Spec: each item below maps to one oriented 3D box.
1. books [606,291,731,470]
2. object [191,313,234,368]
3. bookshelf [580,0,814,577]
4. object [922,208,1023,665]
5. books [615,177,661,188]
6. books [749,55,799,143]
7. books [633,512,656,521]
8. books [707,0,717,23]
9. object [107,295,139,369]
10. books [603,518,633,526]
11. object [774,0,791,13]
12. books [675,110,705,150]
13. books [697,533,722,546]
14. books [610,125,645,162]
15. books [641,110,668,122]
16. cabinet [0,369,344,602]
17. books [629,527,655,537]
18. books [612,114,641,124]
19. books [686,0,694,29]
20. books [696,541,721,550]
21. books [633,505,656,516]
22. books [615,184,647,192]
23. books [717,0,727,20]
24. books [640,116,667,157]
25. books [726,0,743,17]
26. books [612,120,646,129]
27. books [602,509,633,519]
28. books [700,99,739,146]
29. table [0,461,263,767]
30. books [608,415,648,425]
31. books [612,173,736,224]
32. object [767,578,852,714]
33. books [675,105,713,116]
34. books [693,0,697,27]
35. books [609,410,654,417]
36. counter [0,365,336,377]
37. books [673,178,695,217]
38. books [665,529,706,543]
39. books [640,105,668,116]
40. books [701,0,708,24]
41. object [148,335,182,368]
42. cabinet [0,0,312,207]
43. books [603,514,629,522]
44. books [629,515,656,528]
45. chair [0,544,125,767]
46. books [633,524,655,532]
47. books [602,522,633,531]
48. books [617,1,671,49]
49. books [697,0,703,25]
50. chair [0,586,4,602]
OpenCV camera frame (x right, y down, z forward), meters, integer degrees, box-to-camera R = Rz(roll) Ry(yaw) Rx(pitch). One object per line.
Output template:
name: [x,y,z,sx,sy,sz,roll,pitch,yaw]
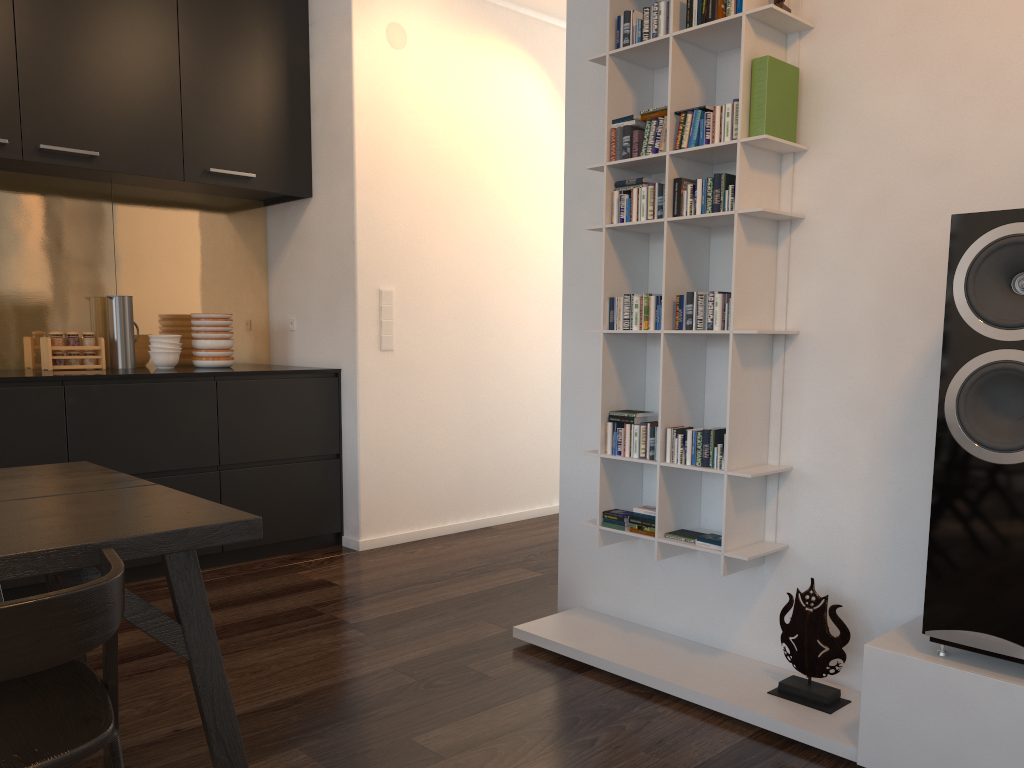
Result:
books: [0.500,-0.019,2.709,0.122,0.515,0.467,-6,9,-43]
object: [-1.489,-0.216,4.401,0.197,0.266,0.197,3,6,21]
bookshelf: [0.534,-0.494,2.675,0.226,2.093,0.636,-7,10,-43]
object: [1.149,0.133,1.992,0.279,1.011,0.293,-6,10,-43]
books: [0.395,-0.624,2.766,0.095,0.022,0.111,-3,5,-43]
books: [0.726,-0.774,2.446,0.165,0.216,0.049,-5,9,-43]
books: [0.439,0.413,2.784,0.069,0.014,0.092,-3,5,-43]
books: [0.576,-1.058,2.462,0.074,0.116,0.028,-5,9,-43]
object: [-1.831,-0.244,4.182,0.164,0.343,0.113,-5,9,-40]
books: [0.354,0.444,2.878,0.069,0.014,0.092,-3,5,-43]
object: [0.729,-1.064,2.401,0.045,0.141,0.064,6,9,38]
books: [0.533,-0.728,2.567,0.095,0.108,0.087,-5,8,-43]
books: [0.608,0.463,2.625,0.069,0.014,0.092,-2,4,-38]
books: [0.372,-0.738,2.741,0.095,0.105,0.101,-5,7,-43]
books: [0.447,-0.795,2.632,0.069,0.018,0.107,-3,5,-43]
cabinet: [-2.927,0.442,2.938,5.048,0.907,0.729,-3,6,-43]
books: [0.435,0.465,2.798,0.069,0.016,0.107,-3,5,-43]
books: [0.366,-0.810,2.725,0.069,0.014,0.092,-2,4,-38]
books: [0.523,-1.056,2.513,0.068,0.108,0.023,-5,9,-43]
books: [0.607,0.476,2.632,0.069,0.014,0.092,-3,5,-43]
books: [0.440,0.399,2.783,0.069,0.014,0.092,-3,5,-43]
books: [0.394,-0.608,2.764,0.093,0.012,0.111,-3,4,-43]
books: [0.593,-1.053,2.447,0.068,0.108,0.016,-5,9,-43]
books: [0.456,-0.734,2.652,0.095,0.108,0.114,-5,7,-43]
books: [0.590,-1.168,2.473,0.107,0.336,0.227,-6,9,-43]
books: [0.366,-0.797,2.732,0.069,0.014,0.092,-3,5,-43]
books: [0.357,0.421,2.873,0.069,0.009,0.107,-3,4,-43]
books: [0.616,-0.727,2.494,0.122,0.113,0.136,-4,7,-43]
table: [-1.807,0.635,1.437,2.492,0.685,1.102,-3,5,-43]
books: [0.373,0.113,2.843,0.069,0.023,0.107,-3,5,-43]
books: [0.508,-0.546,2.643,0.122,0.114,0.465,-4,6,-43]
object: [0.833,0.706,2.457,0.121,0.353,0.211,-6,9,-43]
books: [0.533,-0.785,2.550,0.069,0.008,0.107,-3,4,-43]
books: [0.538,-1.048,2.503,0.069,0.093,0.013,-5,9,-43]
books: [0.386,0.095,2.851,0.093,0.012,0.111,-3,4,-43]
counter: [-2.924,-0.008,2.880,5.045,0.002,0.729,-3,4,-43]
books: [0.509,-0.545,2.616,0.074,0.116,0.028,-5,9,-43]
books: [0.544,0.469,2.730,0.093,0.012,0.111,-3,4,-43]
books: [0.454,-0.810,2.636,0.093,0.015,0.111,-3,5,-43]
books: [0.558,-1.047,2.479,0.069,0.094,0.020,-5,9,-43]
object: [-1.672,-0.157,4.267,0.158,0.161,0.153,-1,6,-15]
cabinet: [-1.854,-1.432,3.825,1.949,1.059,0.529,-3,7,-43]
books: [0.352,0.431,2.877,0.069,0.015,0.092,-3,5,-43]
books: [0.432,0.432,2.790,0.069,0.023,0.107,-3,5,-43]
chair: [-0.913,0.643,1.496,0.517,0.677,0.591,6,8,45]
books: [0.438,0.450,2.789,0.069,0.014,0.092,-3,5,-43]
books: [0.353,0.459,2.879,0.074,0.015,0.098,-3,5,-43]
books: [0.428,-1.068,2.655,0.108,0.113,0.221,-5,6,-43]
books: [0.547,-1.047,2.493,0.069,0.093,0.013,-5,9,-43]
chair: [-1.730,0.585,2.417,0.591,0.677,0.517,-5,8,-44]
